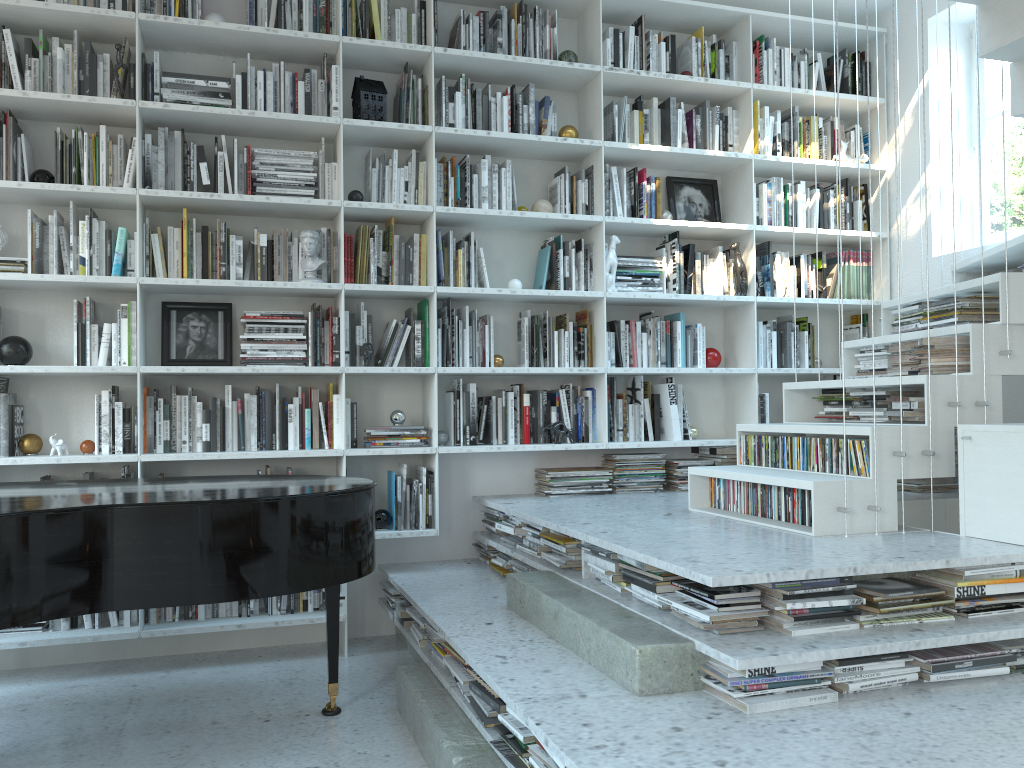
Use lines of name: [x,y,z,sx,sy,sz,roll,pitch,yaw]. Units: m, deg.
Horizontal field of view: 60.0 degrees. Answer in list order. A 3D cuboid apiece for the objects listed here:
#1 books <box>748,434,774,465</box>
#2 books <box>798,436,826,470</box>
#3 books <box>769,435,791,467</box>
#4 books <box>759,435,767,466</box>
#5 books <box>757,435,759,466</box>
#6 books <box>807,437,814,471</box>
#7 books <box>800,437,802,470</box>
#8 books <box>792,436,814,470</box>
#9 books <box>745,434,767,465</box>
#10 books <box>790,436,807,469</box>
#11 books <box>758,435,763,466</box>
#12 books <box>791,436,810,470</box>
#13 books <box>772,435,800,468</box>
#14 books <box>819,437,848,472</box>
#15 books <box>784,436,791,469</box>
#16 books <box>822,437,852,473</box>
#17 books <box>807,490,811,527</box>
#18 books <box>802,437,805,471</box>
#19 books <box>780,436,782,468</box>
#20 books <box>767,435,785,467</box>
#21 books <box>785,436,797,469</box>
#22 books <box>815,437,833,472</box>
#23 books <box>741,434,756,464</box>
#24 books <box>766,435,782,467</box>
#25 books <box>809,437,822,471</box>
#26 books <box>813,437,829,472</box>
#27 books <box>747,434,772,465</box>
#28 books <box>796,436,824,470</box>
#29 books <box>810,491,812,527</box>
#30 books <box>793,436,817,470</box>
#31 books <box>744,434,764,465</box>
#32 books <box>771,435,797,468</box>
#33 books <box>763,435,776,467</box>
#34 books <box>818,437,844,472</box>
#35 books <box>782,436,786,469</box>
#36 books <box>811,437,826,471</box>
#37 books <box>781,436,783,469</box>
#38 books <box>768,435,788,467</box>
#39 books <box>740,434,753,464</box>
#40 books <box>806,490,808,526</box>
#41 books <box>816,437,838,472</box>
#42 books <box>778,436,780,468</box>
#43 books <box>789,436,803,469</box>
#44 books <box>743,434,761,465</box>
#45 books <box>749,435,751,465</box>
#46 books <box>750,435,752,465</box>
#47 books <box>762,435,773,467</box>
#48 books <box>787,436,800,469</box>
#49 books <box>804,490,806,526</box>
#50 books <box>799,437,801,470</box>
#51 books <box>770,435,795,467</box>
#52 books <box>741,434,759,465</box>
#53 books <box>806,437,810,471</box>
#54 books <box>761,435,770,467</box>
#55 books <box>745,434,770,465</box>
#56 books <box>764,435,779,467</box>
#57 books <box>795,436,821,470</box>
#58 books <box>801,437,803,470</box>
books: [1.042,0.275,3.706,0.125,0.125,0.008,0,-1,-18]
books: [1.145,0.264,3.380,0.125,0.125,0.008,0,-1,-18]
books: [1.088,0.270,3.559,0.125,0.125,0.008,0,-1,-18]
books: [1.068,0.272,3.622,0.125,0.125,0.010,0,-1,-18]
books: [1.062,0.273,3.641,0.125,0.125,0.008,0,-1,-18]
books: [1.164,0.262,3.323,0.125,0.125,0.011,0,-1,-18]
books: [1.150,0.263,3.367,0.125,0.125,0.008,0,-1,-18]
books: [1.135,0.265,3.412,0.125,0.125,0.007,0,-1,-18]
books: [1.035,0.276,3.728,0.125,0.125,0.008,0,-1,-18]
books: [1.131,0.265,3.426,0.125,0.125,0.007,0,-1,-18]
books: [1.065,0.272,3.632,0.125,0.125,0.010,0,-1,-18]
books: [1.133,0.265,3.419,0.125,0.125,0.007,0,-1,-18]
books: [1.095,0.269,3.537,0.125,0.125,0.007,0,-1,-18]
books: [1.185,0.260,3.254,0.125,0.125,0.018,0,-1,-18]
books: [1.118,0.267,3.465,0.125,0.125,0.007,0,-1,-18]
books: [1.190,0.259,3.241,0.125,0.125,0.009,0,-1,-18]
books: [1.084,0.430,3.087,0.125,0.125,0.010,0,-1,-18]
books: [1.154,0.263,3.352,0.125,0.125,0.008,0,-1,-18]
books: [1.110,0.268,3.492,0.125,0.125,0.012,0,-1,-18]
books: [1.084,0.270,3.574,0.125,0.125,0.008,0,-1,-18]
books: [1.121,0.266,3.456,0.125,0.125,0.010,0,-1,-18]
books: [1.177,0.261,3.281,0.125,0.125,0.009,0,-1,-18]
books: [1.026,0.276,3.757,0.125,0.125,0.008,0,-1,-18]
books: [1.082,0.271,3.581,0.125,0.125,0.007,0,-1,-18]
books: [1.167,0.262,3.313,0.125,0.125,0.009,0,-1,-18]
books: [1.174,0.261,3.289,0.125,0.125,0.013,0,-1,-18]
books: [1.040,0.275,3.713,0.125,0.125,0.007,0,-1,-18]
books: [1.143,0.264,3.387,0.125,0.125,0.008,0,-1,-18]
books: [1.088,0.430,3.076,0.125,0.125,0.014,0,-1,-18]
books: [1.138,0.265,3.404,0.125,0.125,0.010,0,-1,-18]
books: [1.033,0.276,3.734,0.125,0.125,0.007,0,-1,-18]
books: [1.093,0.269,3.544,0.125,0.125,0.008,0,-1,-18]
books: [1.077,0.271,3.596,0.125,0.125,0.009,0,-1,-18]
books: [1.182,0.260,3.264,0.125,0.125,0.012,0,-1,-18]
books: [1.115,0.267,3.474,0.125,0.125,0.009,0,-1,-18]
books: [1.170,0.261,3.303,0.125,0.125,0.016,0,-1,-18]
books: [1.113,0.267,3.482,0.125,0.125,0.010,0,-1,-18]
books: [1.086,0.270,3.567,0.125,0.125,0.008,0,-1,-18]
books: [1.023,0.277,3.765,0.125,0.125,0.008,0,-1,-18]
books: [1.082,0.430,3.096,0.125,0.125,0.007,0,-1,-18]
books: [1.179,0.260,3.273,0.125,0.125,0.007,0,-1,-18]
books: [1.106,0.268,3.503,0.125,0.125,0.008,0,-1,-18]
books: [1.128,0.266,3.434,0.125,0.125,0.010,0,-1,-18]
books: [1.030,0.276,3.742,0.125,0.125,0.008,0,-1,-18]
books: [1.044,0.275,3.697,0.125,0.125,0.010,0,-1,-18]
books: [1.047,0.274,3.689,0.125,0.125,0.012,0,-1,-18]
books: [1.074,0.271,3.604,0.125,0.125,0.007,0,-1,-18]
books: [1.125,0.266,3.445,0.125,0.125,0.014,0,-1,-18]
books: [1.079,0.431,3.105,0.125,0.125,0.009,0,-1,-18]
books: [1.148,0.264,3.373,0.125,0.125,0.008,0,-1,-18]
books: [1.091,0.270,3.552,0.125,0.125,0.008,0,-1,-18]
books: [1.028,0.276,3.749,0.125,0.125,0.009,0,-1,-18]
books: [1.160,0.262,3.333,0.125,0.125,0.009,0,-1,-18]
books: [1.071,0.272,3.612,0.125,0.125,0.010,0,-1,-18]
books: [1.037,0.275,3.720,0.125,0.125,0.009,0,-1,-18]
books: [1.079,0.271,3.589,0.125,0.125,0.009,0,-1,-18]
books: [1.141,0.264,3.395,0.125,0.125,0.008,0,-1,-18]
books: [1.152,0.263,3.359,0.125,0.125,0.007,0,-1,-18]
